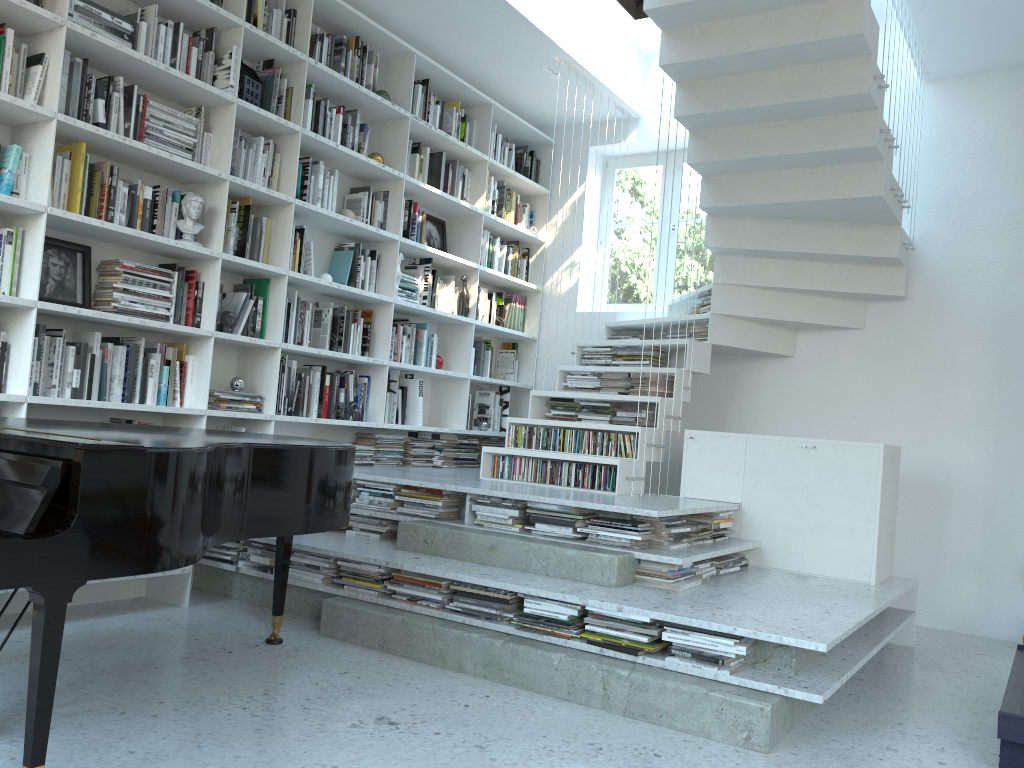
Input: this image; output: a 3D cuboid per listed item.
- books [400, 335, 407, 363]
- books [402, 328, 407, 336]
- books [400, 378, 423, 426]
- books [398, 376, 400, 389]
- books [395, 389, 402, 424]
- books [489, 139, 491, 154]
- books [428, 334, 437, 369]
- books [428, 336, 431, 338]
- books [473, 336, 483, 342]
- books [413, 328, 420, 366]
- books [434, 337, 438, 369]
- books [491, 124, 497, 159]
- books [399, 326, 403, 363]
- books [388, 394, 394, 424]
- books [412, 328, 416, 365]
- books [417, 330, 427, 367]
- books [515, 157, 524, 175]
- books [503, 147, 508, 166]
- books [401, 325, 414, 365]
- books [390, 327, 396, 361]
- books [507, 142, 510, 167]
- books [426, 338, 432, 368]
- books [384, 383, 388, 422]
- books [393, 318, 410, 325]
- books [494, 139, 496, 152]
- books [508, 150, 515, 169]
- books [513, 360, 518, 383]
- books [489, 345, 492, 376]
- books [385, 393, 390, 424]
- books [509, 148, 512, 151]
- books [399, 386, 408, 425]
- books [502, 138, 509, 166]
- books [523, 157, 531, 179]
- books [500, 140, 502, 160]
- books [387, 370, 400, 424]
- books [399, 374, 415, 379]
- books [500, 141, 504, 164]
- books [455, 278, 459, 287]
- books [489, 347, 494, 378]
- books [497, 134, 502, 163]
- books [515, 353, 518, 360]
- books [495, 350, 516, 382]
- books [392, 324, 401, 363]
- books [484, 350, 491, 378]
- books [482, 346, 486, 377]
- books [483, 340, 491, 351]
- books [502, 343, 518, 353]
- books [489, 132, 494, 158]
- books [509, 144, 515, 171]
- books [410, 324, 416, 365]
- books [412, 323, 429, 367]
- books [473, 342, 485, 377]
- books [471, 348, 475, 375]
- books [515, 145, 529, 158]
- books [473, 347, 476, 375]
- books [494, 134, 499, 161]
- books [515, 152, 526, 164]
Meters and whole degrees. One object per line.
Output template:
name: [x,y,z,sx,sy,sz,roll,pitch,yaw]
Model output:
books: [-0.741,-0.210,5.505,0.186,0.181,0.028,3,-3,32]
books: [-0.736,-0.233,5.528,0.179,0.229,0.012,3,-3,32]
books: [-0.675,0.112,5.582,0.255,0.291,0.075,3,-3,32]
books: [-0.764,0.096,5.553,0.131,0.304,0.010,3,-3,32]
books: [-0.765,0.138,5.513,0.184,0.217,0.052,3,-3,32]
books: [-0.230,-1.632,6.183,0.174,0.229,0.022,3,-3,32]
books: [-0.579,-0.209,5.780,0.181,0.235,0.025,3,-3,32]
books: [-0.604,-0.204,5.758,0.139,0.218,0.037,3,-3,32]
books: [-0.275,-0.189,6.282,0.141,0.297,0.013,3,-3,32]
books: [-0.663,-0.232,5.618,0.177,0.249,0.014,3,-3,32]
books: [-0.567,-0.201,5.802,0.170,0.223,0.027,3,-3,32]
books: [-0.200,-1.665,6.243,0.184,0.306,0.012,3,-3,32]
books: [-0.762,-0.242,5.490,0.177,0.239,0.026,3,-3,32]
books: [-0.797,0.149,5.470,0.149,0.185,0.024,3,-3,32]
books: [-0.691,-0.233,5.611,0.165,0.246,0.026,3,-3,32]
books: [-0.634,-0.224,5.665,0.189,0.243,0.023,3,-3,32]
books: [0.001,-1.575,6.556,0.186,0.193,0.024,3,-3,32]
books: [-0.113,-1.600,6.405,0.163,0.208,0.026,3,-3,32]
books: [-0.705,-0.243,5.534,0.191,0.255,0.028,3,-3,32]
books: [-0.787,-0.239,5.433,0.162,0.223,0.011,3,-3,32]
books: [-0.091,-1.624,6.442,0.143,0.263,0.015,3,-3,32]
books: [-0.609,-0.198,5.721,0.189,0.200,0.030,3,-3,32]
books: [-0.830,0.114,5.406,0.156,0.243,0.015,3,-3,32]
books: [-0.711,-0.264,5.563,0.147,0.299,0.013,3,-3,32]
books: [-0.192,-1.647,6.276,0.148,0.275,0.027,3,-3,32]
books: [-0.071,-1.595,6.470,0.163,0.212,0.057,3,-3,32]
books: [-0.035,-0.091,6.660,0.167,0.181,0.028,3,-3,32]
books: [-0.222,-0.158,6.374,0.161,0.254,0.012,3,-3,32]
books: [-0.818,0.145,5.451,0.140,0.188,0.030,3,-3,32]
books: [-0.064,-1.604,6.506,0.131,0.235,0.010,3,-3,32]
books: [-0.740,0.131,5.559,0.171,0.239,0.031,3,-3,32]
books: [-0.101,-1.636,6.434,0.159,0.285,0.012,3,-3,32]
books: [0.050,-1.579,6.627,0.192,0.216,0.012,3,-3,32]
books: [-0.150,-1.627,6.353,0.154,0.249,0.027,3,-3,32]
books: [-0.778,0.077,5.488,0.168,0.333,0.014,3,-3,32]
books: [-0.690,0.097,5.664,0.136,0.326,0.012,3,-3,32]
books: [-0.130,-1.618,6.370,0.143,0.237,0.025,3,-3,32]
books: [-0.427,-0.577,6.028,0.138,0.283,0.029,3,-3,32]
books: [-0.213,-0.149,6.382,0.166,0.239,0.013,3,-3,32]
books: [-0.163,-1.637,6.316,0.179,0.264,0.029,3,-3,32]
books: [-0.030,-0.117,6.686,0.152,0.237,0.022,3,-3,32]
books: [-0.049,-0.129,6.648,0.161,0.254,0.012,3,-3,32]
books: [-0.768,-0.248,5.453,0.185,0.246,0.045,3,-3,32]
books: [-0.233,-0.137,6.320,0.174,0.205,0.021,3,-3,32]
books: [-0.266,-0.154,6.289,0.172,0.230,0.014,3,-3,32]
books: [-0.229,-0.176,6.340,0.161,0.284,0.011,3,-3,32]
books: [-0.024,-0.155,6.706,0.129,0.315,0.013,3,-3,32]
books: [-0.217,-1.637,6.217,0.182,0.243,0.023,3,-3,32]
books: [-0.042,-1.622,6.533,0.131,0.277,0.069,3,-3,32]
books: [-0.692,-0.244,5.564,0.186,0.262,0.012,3,-3,32]
books: [-0.622,-0.245,5.689,0.181,0.290,0.026,3,-3,32]
books: [-0.286,-0.169,6.215,0.184,0.248,0.027,3,-3,32]
books: [-0.341,-0.153,6.156,0.172,0.201,0.029,3,-3,32]
books: [0.041,-1.627,6.652,0.161,0.313,0.014,3,-3,32]
books: [-0.323,-0.152,6.205,0.149,0.208,0.025,3,-3,32]
books: [-0.176,-1.637,6.294,0.163,0.259,0.022,3,-3,32]
books: [0.014,-1.599,6.605,0.160,0.247,0.068,3,-3,32]
